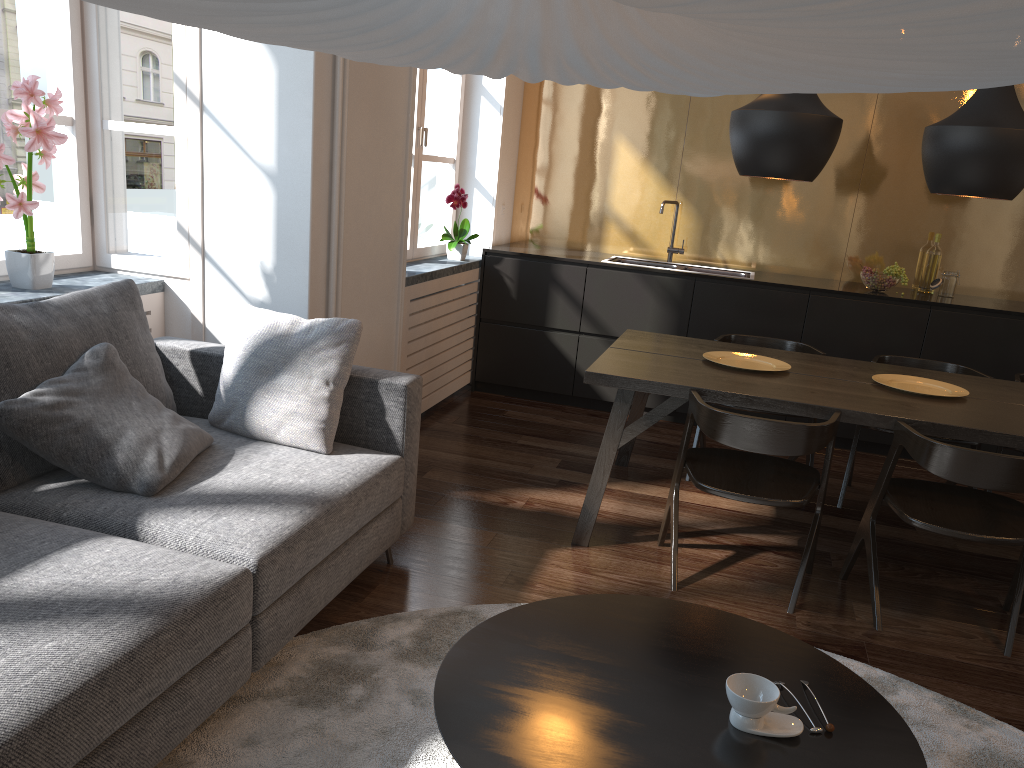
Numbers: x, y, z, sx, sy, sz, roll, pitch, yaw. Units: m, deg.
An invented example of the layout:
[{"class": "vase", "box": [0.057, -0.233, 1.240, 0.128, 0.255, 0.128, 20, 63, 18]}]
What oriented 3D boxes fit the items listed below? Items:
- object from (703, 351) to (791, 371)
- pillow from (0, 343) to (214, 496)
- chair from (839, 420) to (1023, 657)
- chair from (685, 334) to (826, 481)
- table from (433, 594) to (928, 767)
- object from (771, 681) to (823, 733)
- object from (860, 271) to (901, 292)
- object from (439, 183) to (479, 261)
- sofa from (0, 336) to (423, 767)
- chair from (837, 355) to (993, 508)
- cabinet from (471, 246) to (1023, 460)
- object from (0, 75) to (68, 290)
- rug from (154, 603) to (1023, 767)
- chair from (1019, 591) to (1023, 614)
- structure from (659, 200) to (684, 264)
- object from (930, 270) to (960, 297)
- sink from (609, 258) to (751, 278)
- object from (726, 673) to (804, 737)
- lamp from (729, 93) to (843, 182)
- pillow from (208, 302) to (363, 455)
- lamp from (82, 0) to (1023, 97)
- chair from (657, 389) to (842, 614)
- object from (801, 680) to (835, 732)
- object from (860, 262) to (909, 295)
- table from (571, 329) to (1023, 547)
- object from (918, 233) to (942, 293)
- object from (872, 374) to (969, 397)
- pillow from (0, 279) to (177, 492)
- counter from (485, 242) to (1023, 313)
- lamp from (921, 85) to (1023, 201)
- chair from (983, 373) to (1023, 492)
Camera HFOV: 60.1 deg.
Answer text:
[{"class": "object", "box": [0.962, -0.088, 3.631, 0.354, 0.017, 0.350, 10, 14, 17]}, {"class": "pillow", "box": [-1.128, 0.087, 2.496, 0.444, 0.328, 0.482, 4, 15, -4]}, {"class": "chair", "box": [1.500, 0.489, 3.001, 0.591, 0.685, 0.511, 9, 16, 14]}, {"class": "chair", "box": [1.198, 0.140, 4.322, 0.592, 0.685, 0.510, 8, 16, 10]}, {"class": "table", "box": [0.263, 0.799, 1.642, 0.844, 0.482, 0.833, 10, 15, 16]}, {"class": "object", "box": [0.514, 0.577, 1.599, 0.025, 0.016, 0.160, 3, 14, -11]}, {"class": "object", "box": [2.078, -0.574, 5.006, 0.218, 0.099, 0.215, -2, 16, -28]}, {"class": "object", "box": [-0.292, -0.928, 5.105, 0.230, 0.446, 0.397, 3, 16, -9]}, {"class": "sofa", "box": [-0.747, 0.574, 1.744, 2.034, 0.685, 3.017, 9, 14, 14]}, {"class": "chair", "box": [1.873, 0.251, 4.135, 0.592, 0.685, 0.510, 9, 16, 12]}, {"class": "cabinet", "box": [2.307, -0.075, 5.207, 5.049, 0.919, 0.720, 9, 16, 13]}, {"class": "object", "box": [-1.629, -0.666, 2.948, 0.298, 0.705, 0.196, 3, 17, -7]}, {"class": "rug", "box": [0.300, 1.064, 1.569, 2.838, 0.012, 2.781, 4, 14, -6]}, {"class": "chair", "box": [2.089, 0.579, 2.863, 0.592, 0.685, 0.510, 9, 16, 12]}, {"class": "structure", "box": [0.988, -0.928, 5.451, 0.108, 0.393, 0.262, 15, 19, 29]}, {"class": "object", "box": [2.496, -0.581, 5.085, 0.177, 0.155, 0.086, 3, 16, -9]}, {"class": "sink", "box": [2.213, -0.544, 5.056, 3.406, 0.249, 0.474, 8, 15, 12]}, {"class": "object", "box": [0.433, 0.559, 1.522, 0.138, 0.070, 0.090, 12, 16, 25]}, {"class": "lamp", "box": [1.041, -1.054, 3.328, 0.408, 0.552, 0.405, -9, 21, -41]}, {"class": "pillow", "box": [-0.775, -0.024, 2.922, 0.493, 0.423, 0.281, 9, 16, 12]}, {"class": "lamp", "box": [0.022, -0.374, 0.684, 1.464, 0.214, 1.448, -5, 17, -38]}, {"class": "chair", "box": [0.843, 0.389, 3.149, 0.592, 0.685, 0.510, 9, 16, 12]}, {"class": "object", "box": [0.555, 0.579, 1.608, 0.015, 0.015, 0.164, 6, 14, 1]}, {"class": "object", "box": [2.089, -0.607, 4.979, 0.239, 0.176, 0.174, 5, 15, -1]}, {"class": "table", "box": [1.577, 0.359, 3.547, 2.493, 0.693, 1.088, 9, 15, 13]}, {"class": "object", "box": [2.481, -0.714, 5.221, 0.092, 0.346, 0.090, 0, 18, -18]}, {"class": "object", "box": [1.603, 0.011, 3.481, 0.356, 0.017, 0.349, 4, 14, -5]}, {"class": "pillow", "box": [-1.322, -0.029, 2.644, 0.274, 0.486, 0.822, 10, 15, 14]}, {"class": "counter", "box": [2.349, -0.512, 5.072, 5.046, 0.002, 0.720, 9, 14, 13]}, {"class": "lamp", "box": [1.711, -0.951, 3.171, 0.411, 0.552, 0.402, 3, 16, -9]}, {"class": "chair", "box": [2.457, 0.341, 3.998, 0.591, 0.685, 0.510, 9, 16, 13]}]
